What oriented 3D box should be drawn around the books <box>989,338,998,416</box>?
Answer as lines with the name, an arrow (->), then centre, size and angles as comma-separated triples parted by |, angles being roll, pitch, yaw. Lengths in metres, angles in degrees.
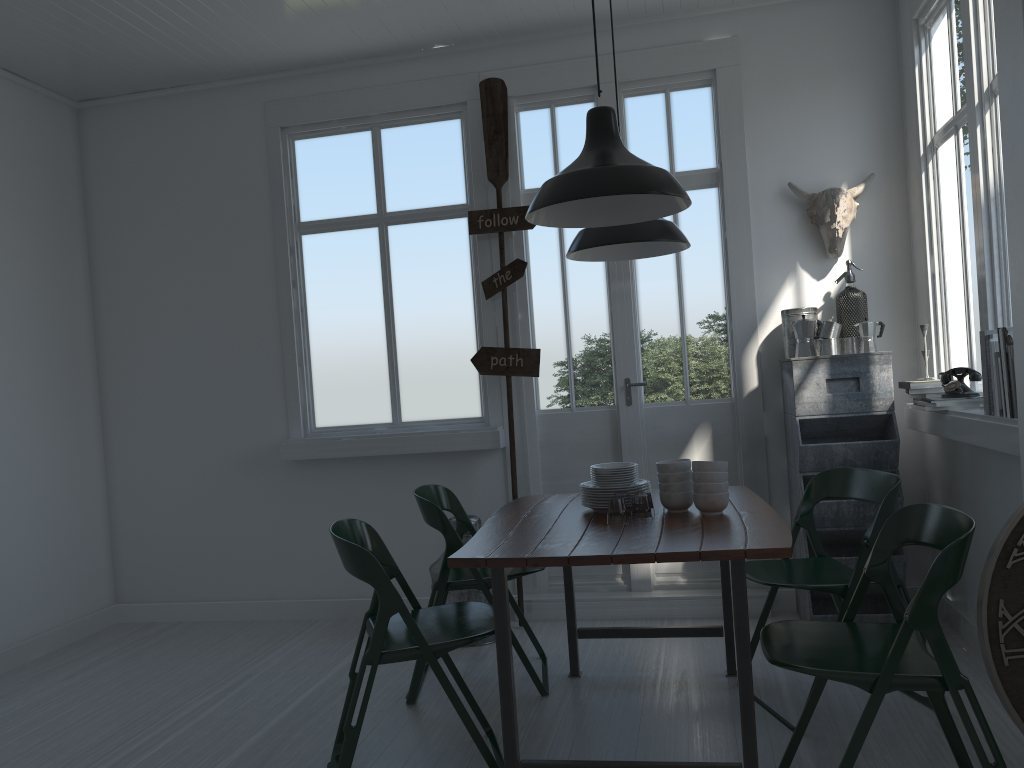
books -> 2.022, -0.030, 3.532 | 0.199, 0.315, 0.025 | -4, 1, 11

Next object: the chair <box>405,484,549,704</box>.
chair -> -0.185, 1.015, 4.493 | 0.730, 1.007, 0.651 | -4, 1, 1

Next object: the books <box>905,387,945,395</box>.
books -> 2.192, 0.028, 4.599 | 0.262, 0.028, 0.320 | -4, 0, 21

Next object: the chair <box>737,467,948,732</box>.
chair -> 1.392, 0.904, 3.910 | 0.730, 1.007, 0.651 | -4, 1, -9

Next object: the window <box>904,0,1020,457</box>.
window -> 2.051, -0.948, 3.987 | 0.254, 2.399, 1.872 | -4, 1, 11

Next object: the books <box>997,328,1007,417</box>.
books -> 1.998, -0.048, 3.427 | 0.194, 0.355, 0.049 | -4, 1, 11

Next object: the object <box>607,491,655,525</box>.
object -> 0.471, 0.487, 3.507 | 0.172, 0.098, 0.241 | -4, 0, 15

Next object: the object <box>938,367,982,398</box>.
object -> 2.162, -0.009, 4.289 | 0.171, 0.146, 0.203 | -4, 0, 15

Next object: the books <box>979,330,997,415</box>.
books -> 2.036, -0.050, 3.625 | 0.194, 0.351, 0.065 | -4, 1, 11

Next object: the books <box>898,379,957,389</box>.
books -> 2.167, 0.000, 4.615 | 0.236, 0.035, 0.296 | -4, 0, 13

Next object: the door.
door -> 0.694, -0.302, 5.493 | 1.610, 3.481, 0.254 | -4, 1, 11

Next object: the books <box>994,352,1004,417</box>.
books -> 1.981, -0.001, 3.479 | 0.137, 0.262, 0.056 | -4, 1, 11

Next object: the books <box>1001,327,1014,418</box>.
books -> 1.992, -0.048, 3.374 | 0.204, 0.354, 0.063 | -4, 1, 11

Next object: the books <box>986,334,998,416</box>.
books -> 2.022, -0.039, 3.564 | 0.187, 0.333, 0.060 | -4, 1, 11

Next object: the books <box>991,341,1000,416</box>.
books -> 2.019, -0.025, 3.511 | 0.194, 0.305, 0.040 | -4, 1, 11

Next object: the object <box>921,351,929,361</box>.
object -> 2.264, -0.039, 4.836 | 0.095, 0.289, 0.095 | -4, 1, 30

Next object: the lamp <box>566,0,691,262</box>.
lamp -> 0.554, -1.438, 4.633 | 0.649, 1.499, 0.650 | -5, 1, -34

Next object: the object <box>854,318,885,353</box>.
object -> 1.967, -0.268, 4.886 | 0.162, 0.196, 0.102 | -4, 1, -30

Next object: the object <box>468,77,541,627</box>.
object -> -0.016, -0.235, 5.507 | 0.413, 3.422, 0.361 | -3, 1, 44

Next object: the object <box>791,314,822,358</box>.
object -> 1.674, -0.271, 5.019 | 0.205, 0.249, 0.130 | -4, 1, 2

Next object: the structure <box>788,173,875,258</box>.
structure -> 1.885, -0.981, 5.191 | 0.491, 0.471, 0.189 | -4, 1, 14

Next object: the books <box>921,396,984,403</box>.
books -> 2.129, 0.073, 4.271 | 0.250, 0.014, 0.311 | -4, 0, 18

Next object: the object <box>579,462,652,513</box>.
object -> 0.440, 0.442, 3.781 | 0.300, 0.195, 0.306 | -4, 0, -42

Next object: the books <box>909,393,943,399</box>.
books -> 2.230, 0.054, 4.603 | 0.236, 0.028, 0.299 | -4, 0, 9

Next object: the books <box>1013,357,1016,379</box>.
books -> 1.969, 0.011, 3.310 | 0.148, 0.240, 0.058 | -4, 1, 11

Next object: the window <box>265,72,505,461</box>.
window -> -0.856, -0.742, 5.791 | 1.482, 2.399, 0.254 | -4, 1, 11

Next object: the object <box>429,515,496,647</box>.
object -> -0.264, 1.151, 5.290 | 0.450, 0.725, 0.450 | -4, 1, -9

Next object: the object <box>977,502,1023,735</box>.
object -> 2.088, 0.772, 2.700 | 1.111, 1.138, 0.584 | -4, 1, -4

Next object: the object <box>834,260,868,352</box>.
object -> 1.974, -0.447, 5.153 | 0.172, 0.552, 0.171 | -3, 1, 36

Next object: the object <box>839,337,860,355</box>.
object -> 1.901, -0.215, 4.993 | 0.108, 0.096, 0.129 | -4, 0, -29

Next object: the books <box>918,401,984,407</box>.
books -> 2.123, 0.089, 4.275 | 0.232, 0.017, 0.307 | -4, 0, 9

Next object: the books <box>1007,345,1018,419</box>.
books -> 1.975, -0.011, 3.344 | 0.166, 0.283, 0.061 | -4, 1, 11

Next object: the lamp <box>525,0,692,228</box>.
lamp -> 0.324, -1.422, 3.476 | 0.650, 1.499, 0.650 | -4, 1, 8

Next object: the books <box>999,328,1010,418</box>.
books -> 1.996, -0.047, 3.403 | 0.194, 0.353, 0.070 | -4, 1, 11

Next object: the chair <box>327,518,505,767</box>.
chair -> -0.393, 1.029, 3.439 | 0.730, 1.007, 0.651 | -4, 1, -9

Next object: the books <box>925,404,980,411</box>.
books -> 2.122, 0.106, 4.271 | 0.232, 0.017, 0.313 | -4, 0, 26

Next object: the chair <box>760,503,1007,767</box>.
chair -> 1.177, 0.918, 2.825 | 0.730, 1.007, 0.651 | -4, 1, 11

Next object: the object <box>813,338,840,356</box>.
object -> 1.762, -0.205, 4.946 | 0.129, 0.096, 0.108 | -4, 1, 41

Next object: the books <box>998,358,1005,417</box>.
books -> 1.972, 0.011, 3.449 | 0.122, 0.240, 0.054 | -4, 1, 11

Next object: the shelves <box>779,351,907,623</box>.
shelves -> 1.839, 0.597, 4.945 | 0.513, 1.516, 0.678 | -4, 1, 11

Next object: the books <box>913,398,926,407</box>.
books -> 2.238, 0.087, 4.592 | 0.236, 0.040, 0.320 | -4, 0, 13

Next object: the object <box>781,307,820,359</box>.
object -> 1.692, -0.296, 5.197 | 0.205, 0.290, 0.205 | -4, 1, 13

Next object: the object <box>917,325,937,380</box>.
object -> 2.188, -0.168, 4.692 | 0.095, 0.289, 0.095 | -4, 1, 30

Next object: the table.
table -> 0.501, 0.989, 3.634 | 1.171, 0.930, 1.694 | -4, 0, 9

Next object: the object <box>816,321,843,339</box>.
object -> 1.775, -0.296, 4.938 | 0.129, 0.126, 0.108 | -4, 1, 3

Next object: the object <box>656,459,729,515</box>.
object -> 0.729, 0.411, 3.579 | 0.309, 0.216, 0.149 | -4, 1, 44
